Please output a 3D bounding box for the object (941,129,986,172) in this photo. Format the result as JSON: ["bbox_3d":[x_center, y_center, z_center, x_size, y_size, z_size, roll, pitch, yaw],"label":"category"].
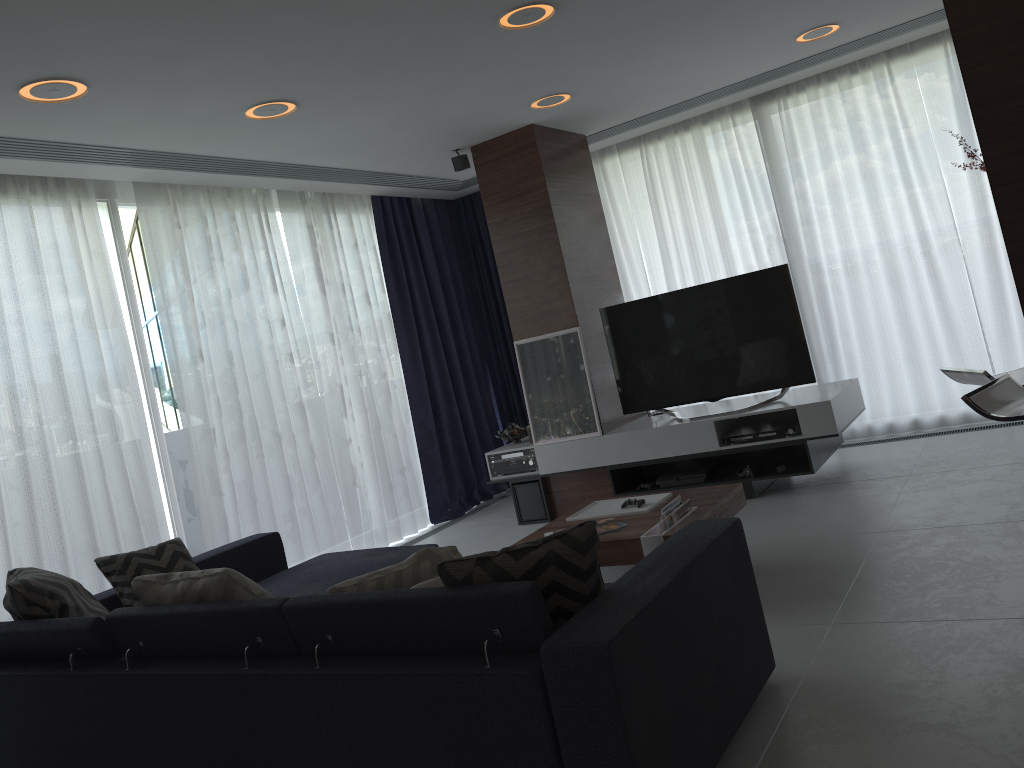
[{"bbox_3d":[1.435,-0.395,2.390,0.386,0.737,0.198,-13,-3,12],"label":"object"}]

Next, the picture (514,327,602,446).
[{"bbox_3d":[0.290,0.021,5.718,0.495,0.703,0.053,-13,-3,31],"label":"picture"}]

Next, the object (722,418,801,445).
[{"bbox_3d":[1.493,0.280,5.185,0.426,0.053,0.338,-12,2,31],"label":"object"}]

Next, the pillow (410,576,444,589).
[{"bbox_3d":[-0.077,0.624,2.474,0.417,0.295,0.329,-13,0,-7],"label":"pillow"}]

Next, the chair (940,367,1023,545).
[{"bbox_3d":[1.987,0.239,3.304,0.463,0.711,0.395,-13,-2,4],"label":"chair"}]

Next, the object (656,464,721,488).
[{"bbox_3d":[1.088,0.561,5.437,0.311,0.067,0.316,-12,2,31],"label":"object"}]

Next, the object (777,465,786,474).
[{"bbox_3d":[1.537,0.488,5.031,0.043,0.043,0.044,-13,-1,32],"label":"object"}]

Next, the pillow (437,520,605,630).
[{"bbox_3d":[0.051,0.565,2.277,0.415,0.387,0.221,-13,-2,1],"label":"pillow"}]

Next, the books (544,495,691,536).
[{"bbox_3d":[4.083,-0.127,2.979,8.207,0.374,0.406,-12,0,10],"label":"books"}]

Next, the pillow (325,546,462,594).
[{"bbox_3d":[-0.329,0.668,2.596,0.420,0.352,0.278,-13,-1,-16],"label":"pillow"}]

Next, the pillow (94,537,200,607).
[{"bbox_3d":[-1.558,0.875,3.919,0.283,0.346,0.418,-13,0,36],"label":"pillow"}]

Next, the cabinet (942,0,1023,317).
[{"bbox_3d":[2.326,-0.785,3.415,0.778,2.559,3.360,-14,-1,32],"label":"cabinet"}]

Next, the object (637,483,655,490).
[{"bbox_3d":[0.835,0.633,5.493,0.111,0.036,0.071,-11,2,44],"label":"object"}]

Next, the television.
[{"bbox_3d":[1.175,-0.210,5.407,1.219,0.789,0.299,-12,-2,31],"label":"television"}]

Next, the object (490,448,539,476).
[{"bbox_3d":[0.097,0.511,6.111,0.366,0.151,0.371,-12,2,31],"label":"object"}]

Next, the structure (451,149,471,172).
[{"bbox_3d":[-0.348,-1.510,5.975,0.084,0.143,0.115,-13,-1,21],"label":"structure"}]

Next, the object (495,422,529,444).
[{"bbox_3d":[0.033,0.343,6.278,0.312,0.150,0.136,-13,-1,-12],"label":"object"}]

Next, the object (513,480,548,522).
[{"bbox_3d":[0.180,0.767,5.961,0.211,0.252,0.256,-13,-1,31],"label":"object"}]

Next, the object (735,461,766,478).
[{"bbox_3d":[1.386,0.499,5.192,0.118,0.079,0.182,-13,1,-29],"label":"object"}]

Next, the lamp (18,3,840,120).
[{"bbox_3d":[2.549,-2.064,2.194,9.529,0.084,5.370,-12,2,17],"label":"lamp"}]

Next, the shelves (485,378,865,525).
[{"bbox_3d":[1.038,0.468,5.785,2.328,0.501,0.879,-12,1,31],"label":"shelves"}]

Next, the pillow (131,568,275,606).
[{"bbox_3d":[-0.935,0.763,2.893,0.490,0.389,0.345,-13,-1,31],"label":"pillow"}]

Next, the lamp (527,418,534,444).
[{"bbox_3d":[0.145,0.296,6.032,0.077,0.212,0.152,-12,-1,-10],"label":"lamp"}]

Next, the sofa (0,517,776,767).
[{"bbox_3d":[-0.473,0.844,3.398,2.846,0.610,1.914,-12,2,31],"label":"sofa"}]

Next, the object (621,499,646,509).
[{"bbox_3d":[0.546,0.533,3.964,0.111,0.036,0.071,-11,2,44],"label":"object"}]

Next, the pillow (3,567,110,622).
[{"bbox_3d":[-1.704,0.939,3.368,0.358,0.520,0.592,-12,0,-28],"label":"pillow"}]

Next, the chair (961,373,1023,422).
[{"bbox_3d":[1.746,0.317,2.651,0.399,0.711,0.458,-11,-2,-41],"label":"chair"}]

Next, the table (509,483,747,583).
[{"bbox_3d":[0.535,0.731,3.833,0.793,0.353,0.812,-12,1,31],"label":"table"}]

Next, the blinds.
[{"bbox_3d":[0.223,-0.428,3.538,5.743,2.780,7.196,-12,2,35],"label":"blinds"}]
